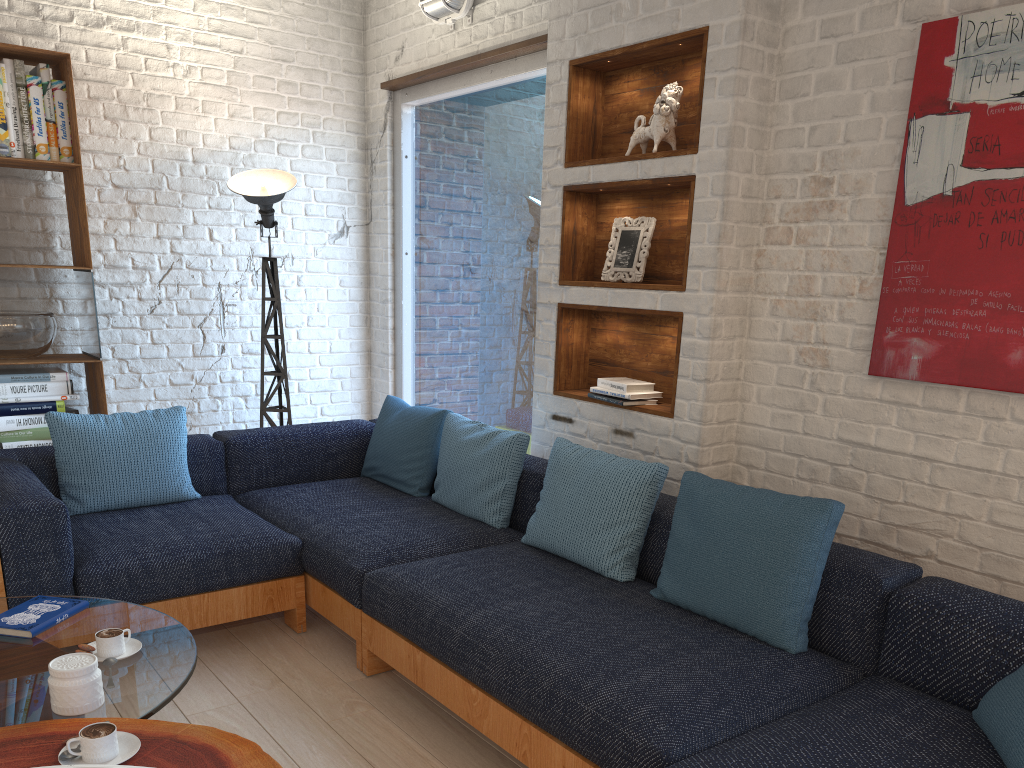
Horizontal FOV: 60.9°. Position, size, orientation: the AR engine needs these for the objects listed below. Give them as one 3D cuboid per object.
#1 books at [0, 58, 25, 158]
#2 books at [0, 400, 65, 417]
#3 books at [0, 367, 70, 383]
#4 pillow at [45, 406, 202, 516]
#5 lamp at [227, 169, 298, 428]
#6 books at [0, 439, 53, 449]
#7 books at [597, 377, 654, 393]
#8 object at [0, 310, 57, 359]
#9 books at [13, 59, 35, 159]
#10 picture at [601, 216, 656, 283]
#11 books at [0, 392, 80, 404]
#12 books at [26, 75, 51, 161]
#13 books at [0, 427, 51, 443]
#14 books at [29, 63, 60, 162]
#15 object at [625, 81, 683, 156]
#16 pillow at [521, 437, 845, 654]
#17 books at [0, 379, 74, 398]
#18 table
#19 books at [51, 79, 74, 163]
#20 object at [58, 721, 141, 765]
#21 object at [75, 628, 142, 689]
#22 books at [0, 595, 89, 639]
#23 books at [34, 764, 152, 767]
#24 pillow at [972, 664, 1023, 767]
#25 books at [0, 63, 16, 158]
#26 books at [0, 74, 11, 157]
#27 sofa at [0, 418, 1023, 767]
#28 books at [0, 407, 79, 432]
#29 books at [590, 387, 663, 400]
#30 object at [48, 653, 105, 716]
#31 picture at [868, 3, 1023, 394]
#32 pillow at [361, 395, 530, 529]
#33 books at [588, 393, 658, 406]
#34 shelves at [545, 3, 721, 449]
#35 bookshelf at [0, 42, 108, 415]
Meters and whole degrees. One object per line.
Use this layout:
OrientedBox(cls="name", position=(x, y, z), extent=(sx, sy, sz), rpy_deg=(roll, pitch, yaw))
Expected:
OrientedBox(cls="books", position=(-2.144, -1.156, 3.721), extent=(0.036, 0.400, 0.236), rpy_deg=(-11, 19, -37))
OrientedBox(cls="books", position=(-2.260, 0.097, 3.988), extent=(0.322, 0.058, 0.249), rpy_deg=(-5, 10, -42))
OrientedBox(cls="books", position=(-2.254, -0.040, 3.980), extent=(0.375, 0.038, 0.237), rpy_deg=(-3, 9, -36))
OrientedBox(cls="pillow", position=(-1.563, 0.302, 3.528), extent=(0.549, 0.426, 0.217), rpy_deg=(-6, 16, -36))
OrientedBox(cls="lamp", position=(-0.997, -0.117, 4.436), extent=(0.861, 1.923, 0.487), rpy_deg=(9, 17, 24))
OrientedBox(cls="books", position=(-2.257, 0.276, 4.058), extent=(0.374, 0.067, 0.238), rpy_deg=(-5, 11, -42))
OrientedBox(cls="books", position=(0.443, 0.005, 3.399), extent=(0.132, 0.035, 0.199), rpy_deg=(-2, 9, -27))
OrientedBox(cls="object", position=(-2.269, -0.220, 3.929), extent=(0.403, 0.210, 0.385), rpy_deg=(3, 9, 4))
OrientedBox(cls="books", position=(-2.106, -1.156, 3.732), extent=(0.036, 0.400, 0.236), rpy_deg=(-11, 19, -37))
OrientedBox(cls="picture", position=(0.451, -0.511, 3.327), extent=(0.189, 0.255, 0.100), rpy_deg=(14, 19, 41))
OrientedBox(cls="books", position=(-2.252, 0.056, 3.996), extent=(0.439, 0.021, 0.264), rpy_deg=(-3, 9, -36))
OrientedBox(cls="books", position=(-2.066, -1.130, 3.763), extent=(0.055, 0.343, 0.247), rpy_deg=(-11, 18, -37))
OrientedBox(cls="books", position=(-2.267, 0.214, 4.054), extent=(0.358, 0.058, 0.274), rpy_deg=(-3, 9, -34))
OrientedBox(cls="books", position=(-2.031, -1.160, 3.787), extent=(0.036, 0.400, 0.236), rpy_deg=(-11, 19, -37))
OrientedBox(cls="object", position=(0.512, -0.938, 3.114), extent=(0.111, 0.253, 0.208), rpy_deg=(-7, 15, -29))
OrientedBox(cls="pillow", position=(0.473, 0.454, 2.780), extent=(0.251, 0.434, 1.179), rpy_deg=(-9, 14, -37))
OrientedBox(cls="books", position=(-2.255, 0.011, 4.002), extent=(0.374, 0.067, 0.238), rpy_deg=(-5, 11, -42))
OrientedBox(cls="table", position=(-1.136, 0.933, 1.839), extent=(1.068, 0.465, 1.775), rpy_deg=(-3, 10, -32))
OrientedBox(cls="books", position=(-2.002, -1.137, 3.836), extent=(0.055, 0.343, 0.247), rpy_deg=(-11, 18, -37))
OrientedBox(cls="object", position=(-0.814, 0.698, 1.707), extent=(0.171, 0.058, 0.144), rpy_deg=(9, 11, 41))
OrientedBox(cls="object", position=(-0.983, 0.668, 2.177), extent=(0.152, 0.059, 0.264), rpy_deg=(-6, 11, -44))
OrientedBox(cls="books", position=(-1.318, 0.643, 2.415), extent=(0.162, 0.024, 0.223), rpy_deg=(3, 8, 11))
OrientedBox(cls="books", position=(-0.788, 0.705, 1.442), extent=(0.322, 0.114, 0.262), rpy_deg=(1, 9, -5))
OrientedBox(cls="pillow", position=(1.192, 0.669, 1.716), extent=(0.376, 0.341, 0.544), rpy_deg=(5, 10, 13))
OrientedBox(cls="books", position=(-2.159, -1.139, 3.698), extent=(0.020, 0.374, 0.264), rpy_deg=(-11, 18, -37))
OrientedBox(cls="books", position=(-2.182, -1.122, 3.668), extent=(0.055, 0.343, 0.247), rpy_deg=(-11, 18, -37))
OrientedBox(cls="sofa", position=(-0.225, 0.752, 2.614), extent=(2.056, 0.688, 3.843), rpy_deg=(-4, 10, -37))
OrientedBox(cls="books", position=(-2.247, 0.155, 4.031), extent=(0.240, 0.067, 0.372), rpy_deg=(9, 10, 39))
OrientedBox(cls="books", position=(0.445, 0.032, 3.400), extent=(0.169, 0.019, 0.230), rpy_deg=(-3, 9, -35))
OrientedBox(cls="object", position=(-0.976, 0.670, 1.951), extent=(0.108, 0.112, 0.104), rpy_deg=(-3, 13, -21))
OrientedBox(cls="picture", position=(1.335, -0.463, 2.250), extent=(0.019, 1.000, 0.722), rpy_deg=(-11, 18, -37))
OrientedBox(cls="pillow", position=(-0.326, 0.318, 3.820), extent=(0.240, 0.415, 1.077), rpy_deg=(-9, 14, -38))
OrientedBox(cls="books", position=(0.431, 0.057, 3.413), extent=(0.161, 0.018, 0.244), rpy_deg=(-2, 8, -27))
OrientedBox(cls="shelves", position=(0.474, -0.526, 3.277), extent=(0.189, 1.487, 0.745), rpy_deg=(-11, 19, -37))
OrientedBox(cls="bookshelf", position=(-2.506, -0.263, 3.698), extent=(1.300, 2.294, 0.353), rpy_deg=(-8, 19, -35))
